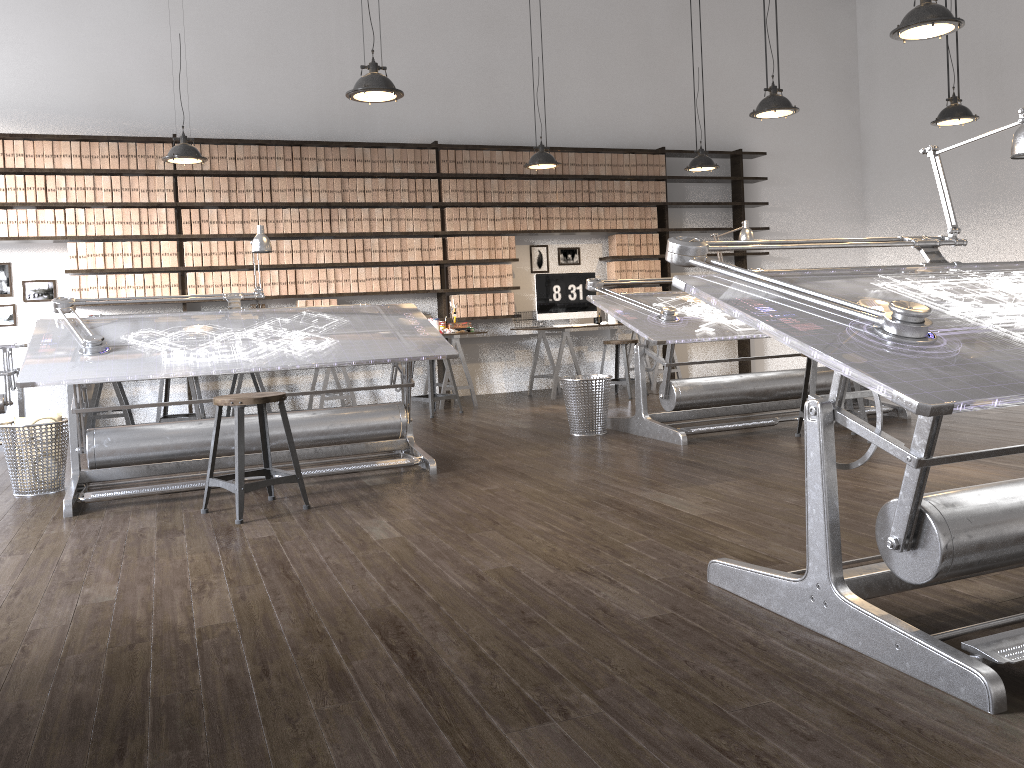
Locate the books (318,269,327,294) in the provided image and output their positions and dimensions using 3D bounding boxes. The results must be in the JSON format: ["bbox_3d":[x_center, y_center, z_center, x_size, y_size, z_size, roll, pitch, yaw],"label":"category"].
[{"bbox_3d":[-1.731,-0.929,8.051,0.067,0.225,0.175,-4,3,-21],"label":"books"}]

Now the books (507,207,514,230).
[{"bbox_3d":[-0.043,-1.613,8.708,0.067,0.225,0.175,-4,3,-21],"label":"books"}]

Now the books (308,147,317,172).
[{"bbox_3d":[-1.814,-2.016,8.005,0.067,0.225,0.175,-4,3,-21],"label":"books"}]

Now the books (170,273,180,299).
[{"bbox_3d":[-2.891,-0.835,7.596,0.067,0.225,0.175,-4,3,-21],"label":"books"}]

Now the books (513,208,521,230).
[{"bbox_3d":[0.017,-1.618,8.738,0.067,0.225,0.175,-4,3,-21],"label":"books"}]

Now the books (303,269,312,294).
[{"bbox_3d":[-1.859,-0.919,8.005,0.067,0.225,0.175,-4,3,-21],"label":"books"}]

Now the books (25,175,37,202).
[{"bbox_3d":[-3.898,-1.570,7.197,0.067,0.225,0.175,-4,3,-21],"label":"books"}]

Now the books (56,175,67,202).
[{"bbox_3d":[-3.692,-1.587,7.273,0.067,0.225,0.174,-4,3,-21],"label":"books"}]

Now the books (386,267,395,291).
[{"bbox_3d":[-1.155,-0.976,8.284,0.067,0.225,0.174,-4,3,-21],"label":"books"}]

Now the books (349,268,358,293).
[{"bbox_3d":[-1.469,-0.950,8.155,0.067,0.225,0.175,-4,3,-21],"label":"books"}]

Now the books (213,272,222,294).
[{"bbox_3d":[-2.572,-0.861,7.726,0.067,0.225,0.175,-4,3,-21],"label":"books"}]

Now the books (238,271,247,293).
[{"bbox_3d":[-2.381,-0.877,7.801,0.067,0.225,0.175,-4,3,-21],"label":"books"}]

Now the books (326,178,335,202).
[{"bbox_3d":[-1.670,-1.751,8.071,0.067,0.225,0.175,-4,3,-21],"label":"books"}]

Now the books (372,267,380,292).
[{"bbox_3d":[-1.281,-0.965,8.228,0.067,0.225,0.175,-4,3,-21],"label":"books"}]

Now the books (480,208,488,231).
[{"bbox_3d":[-0.299,-1.593,8.613,0.067,0.225,0.175,-4,3,-21],"label":"books"}]

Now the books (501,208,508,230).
[{"bbox_3d":[-0.107,-1.608,8.688,0.067,0.225,0.175,-4,3,-21],"label":"books"}]

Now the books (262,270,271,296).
[{"bbox_3d":[-2.191,-0.892,7.877,0.067,0.225,0.174,-4,3,-21],"label":"books"}]

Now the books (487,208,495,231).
[{"bbox_3d":[-0.232,-1.598,8.635,0.067,0.225,0.175,-4,3,-21],"label":"books"}]

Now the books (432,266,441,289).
[{"bbox_3d":[-0.740,-1.009,8.444,0.067,0.225,0.175,-4,3,-21],"label":"books"}]

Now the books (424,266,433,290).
[{"bbox_3d":[-0.812,-1.003,8.413,0.067,0.225,0.175,-4,3,-21],"label":"books"}]

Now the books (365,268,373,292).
[{"bbox_3d":[-1.345,-0.961,8.208,0.067,0.225,0.175,-4,3,-21],"label":"books"}]

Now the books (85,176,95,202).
[{"bbox_3d":[-3.497,-1.602,7.348,0.067,0.225,0.175,-4,3,-21],"label":"books"}]

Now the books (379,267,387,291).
[{"bbox_3d":[-1.221,-0.971,8.258,0.067,0.225,0.175,-4,3,-21],"label":"books"}]

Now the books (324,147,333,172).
[{"bbox_3d":[-1.684,-2.027,8.064,0.067,0.225,0.174,-4,3,-21],"label":"books"}]

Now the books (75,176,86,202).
[{"bbox_3d":[-3.562,-1.598,7.328,0.067,0.225,0.175,-4,3,-21],"label":"books"}]

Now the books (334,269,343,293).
[{"bbox_3d":[-1.602,-0.940,8.109,0.067,0.225,0.174,-4,3,-21],"label":"books"}]

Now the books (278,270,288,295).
[{"bbox_3d":[-2.059,-0.903,7.929,0.067,0.225,0.175,-4,3,-21],"label":"books"}]

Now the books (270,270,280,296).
[{"bbox_3d":[-2.123,-0.897,7.899,0.067,0.225,0.174,-4,3,-21],"label":"books"}]

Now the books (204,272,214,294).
[{"bbox_3d":[-2.637,-0.856,7.702,0.067,0.225,0.174,-4,3,-21],"label":"books"}]

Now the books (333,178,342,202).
[{"bbox_3d":[-1.606,-1.755,8.091,0.067,0.225,0.175,-4,3,-21],"label":"books"}]

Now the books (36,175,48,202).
[{"bbox_3d":[-3.827,-1.576,7.219,0.067,0.225,0.175,-4,3,-21],"label":"books"}]

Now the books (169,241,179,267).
[{"bbox_3d":[-2.900,-1.105,7.588,0.067,0.225,0.175,-4,3,-21],"label":"books"}]

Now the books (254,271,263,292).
[{"bbox_3d":[-2.256,-0.887,7.851,0.067,0.225,0.175,-4,3,-21],"label":"books"}]

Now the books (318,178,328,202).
[{"bbox_3d":[-1.727,-1.746,8.046,0.067,0.225,0.175,-4,3,-21],"label":"books"}]

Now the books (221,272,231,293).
[{"bbox_3d":[-2.505,-0.866,7.748,0.067,0.225,0.175,-4,3,-21],"label":"books"}]

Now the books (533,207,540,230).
[{"bbox_3d":[0.215,-1.634,8.816,0.067,0.225,0.175,-4,3,-21],"label":"books"}]

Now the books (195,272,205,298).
[{"bbox_3d":[-2.701,-0.851,7.673,0.067,0.225,0.174,-4,3,-21],"label":"books"}]

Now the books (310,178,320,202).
[{"bbox_3d":[-1.794,-1.740,8.018,0.067,0.225,0.175,-4,3,-21],"label":"books"}]

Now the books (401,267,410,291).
[{"bbox_3d":[-1.023,-0.987,8.336,0.067,0.225,0.175,-4,3,-21],"label":"books"}]

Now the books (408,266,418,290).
[{"bbox_3d":[-0.951,-0.992,8.358,0.067,0.225,0.175,-4,3,-21],"label":"books"}]

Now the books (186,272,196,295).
[{"bbox_3d":[-2.767,-0.845,7.644,0.067,0.225,0.175,-4,3,-21],"label":"books"}]

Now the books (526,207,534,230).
[{"bbox_3d":[0.150,-1.629,8.786,0.067,0.225,0.174,-4,3,-21],"label":"books"}]

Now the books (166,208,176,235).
[{"bbox_3d":[-2.919,-1.382,7.585,0.067,0.225,0.175,-4,3,-21],"label":"books"}]

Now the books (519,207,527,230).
[{"bbox_3d":[0.083,-1.623,8.764,0.067,0.225,0.174,-4,3,-21],"label":"books"}]

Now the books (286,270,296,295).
[{"bbox_3d":[-1.987,-0.908,7.951,0.067,0.225,0.175,-4,3,-21],"label":"books"}]

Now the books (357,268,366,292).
[{"bbox_3d":[-1.403,-0.956,8.183,0.067,0.225,0.175,-4,3,-21],"label":"books"}]

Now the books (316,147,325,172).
[{"bbox_3d":[-1.748,-2.022,8.035,0.067,0.225,0.174,-4,3,-21],"label":"books"}]

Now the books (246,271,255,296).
[{"bbox_3d":[-2.317,-0.881,7.821,0.067,0.225,0.175,-4,3,-21],"label":"books"}]

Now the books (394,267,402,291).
[{"bbox_3d":[-1.087,-0.981,8.306,0.067,0.225,0.174,-4,3,-21],"label":"books"}]

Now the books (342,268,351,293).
[{"bbox_3d":[-1.536,-0.945,8.133,0.067,0.225,0.175,-4,3,-21],"label":"books"}]

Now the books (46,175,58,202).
[{"bbox_3d":[-3.760,-1.582,7.251,0.067,0.225,0.175,-4,3,-21],"label":"books"}]

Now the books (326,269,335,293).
[{"bbox_3d":[-1.665,-0.934,8.080,0.067,0.225,0.174,-4,3,-21],"label":"books"}]

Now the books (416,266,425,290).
[{"bbox_3d":[-0.884,-0.998,8.391,0.067,0.225,0.175,-4,3,-21],"label":"books"}]

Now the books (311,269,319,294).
[{"bbox_3d":[-1.798,-0.923,8.024,0.067,0.225,0.175,-4,3,-21],"label":"books"}]

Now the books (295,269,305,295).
[{"bbox_3d":[-1.920,-0.914,7.984,0.067,0.225,0.175,-4,3,-21],"label":"books"}]

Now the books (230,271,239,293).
[{"bbox_3d":[-2.439,-0.872,7.776,0.067,0.225,0.175,-4,3,-21],"label":"books"}]
